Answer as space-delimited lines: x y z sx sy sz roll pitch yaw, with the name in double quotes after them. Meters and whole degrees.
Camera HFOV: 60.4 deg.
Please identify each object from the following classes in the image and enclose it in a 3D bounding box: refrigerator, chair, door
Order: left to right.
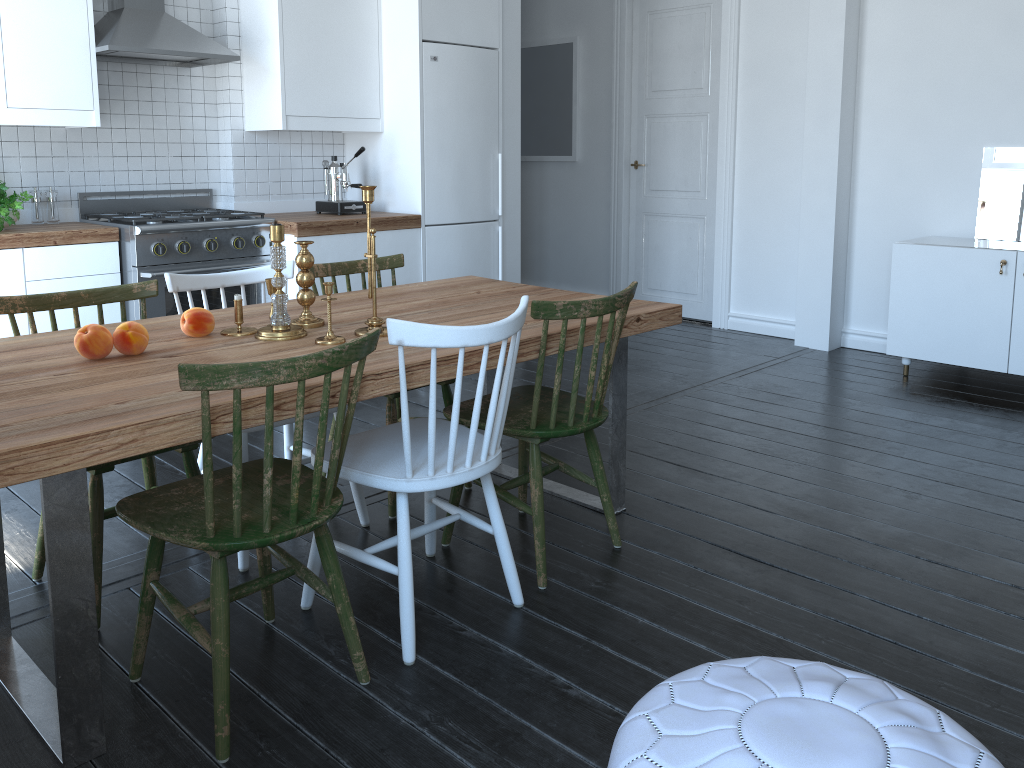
-1.115 0.155 2.475 0.490 0.812 0.472 9 13 42 "chair"
-0.584 0.289 1.958 0.490 0.813 0.472 9 13 42 "chair"
-0.804 0.051 2.840 0.515 0.827 0.471 10 14 44 "chair"
-0.448 -0.029 3.177 0.490 0.813 0.472 9 13 42 "chair"
-0.228 0.193 2.292 0.515 0.827 0.471 10 14 44 "chair"
-0.487 -1.060 5.244 0.687 1.770 0.581 9 12 44 "refrigerator"
0.083 0.105 2.659 0.490 0.812 0.472 9 13 42 "chair"
1.159 -1.685 6.332 1.051 2.432 0.117 9 12 44 "door"

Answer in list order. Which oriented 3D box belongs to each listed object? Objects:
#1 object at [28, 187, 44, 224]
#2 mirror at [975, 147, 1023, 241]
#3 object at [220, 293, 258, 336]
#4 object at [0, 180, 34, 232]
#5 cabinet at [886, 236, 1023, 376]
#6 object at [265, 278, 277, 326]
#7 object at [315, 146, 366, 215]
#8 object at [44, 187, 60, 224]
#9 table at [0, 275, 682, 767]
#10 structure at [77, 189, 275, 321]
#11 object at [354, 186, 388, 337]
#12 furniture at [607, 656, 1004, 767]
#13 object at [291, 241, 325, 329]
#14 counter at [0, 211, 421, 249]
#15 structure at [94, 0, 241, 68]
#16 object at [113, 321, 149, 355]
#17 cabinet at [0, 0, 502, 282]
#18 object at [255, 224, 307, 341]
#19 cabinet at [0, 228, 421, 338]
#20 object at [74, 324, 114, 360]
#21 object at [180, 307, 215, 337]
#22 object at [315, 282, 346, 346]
-2.247 -0.842 4.161 0.059 0.169 0.060 -6 10 -32 "object"
2.848 -0.998 4.655 0.703 0.493 0.054 12 14 44 "mirror"
-0.762 -0.197 2.454 0.103 0.112 0.104 6 13 30 "object"
-2.240 -0.788 3.772 0.340 0.264 0.275 8 14 34 "object"
2.650 -0.342 4.541 1.213 0.722 0.596 12 16 43 "cabinet"
-0.693 -0.237 2.559 0.050 0.136 0.050 9 12 44 "object"
-0.913 -1.119 4.844 0.357 0.363 0.208 11 15 44 "object"
-2.189 -0.850 4.190 0.059 0.169 0.060 -6 10 -32 "object"
-0.581 0.203 2.497 1.029 0.703 2.252 12 18 43 "table"
-1.640 -0.446 4.403 0.729 1.001 0.707 10 14 44 "structure"
-0.380 -0.337 2.418 0.114 0.403 0.115 1 9 6 "object"
0.431 0.698 1.295 0.620 0.412 0.618 10 16 38 "furniture"
-0.598 -0.289 2.551 0.101 0.243 0.102 -4 10 -22 "object"
-1.881 -0.681 4.023 0.855 0.072 3.135 14 20 42 "counter"
-1.740 -2.209 4.184 0.533 1.282 0.639 9 13 44 "structure"
-0.948 -0.113 2.190 0.083 0.086 0.092 -4 12 -19 "object"
-1.675 -1.082 4.226 3.827 2.328 0.788 -12 14 -41 "cabinet"
-0.635 -0.281 2.400 0.140 0.305 0.143 -1 9 -3 "object"
-1.918 -0.271 4.129 3.209 0.799 0.738 -11 15 -37 "cabinet"
-1.018 -0.103 2.144 0.084 0.088 0.089 8 14 34 "object"
-0.861 -0.169 2.414 0.090 0.082 0.086 -8 14 -32 "object"
-0.481 -0.188 2.322 0.080 0.157 0.081 0 10 2 "object"
